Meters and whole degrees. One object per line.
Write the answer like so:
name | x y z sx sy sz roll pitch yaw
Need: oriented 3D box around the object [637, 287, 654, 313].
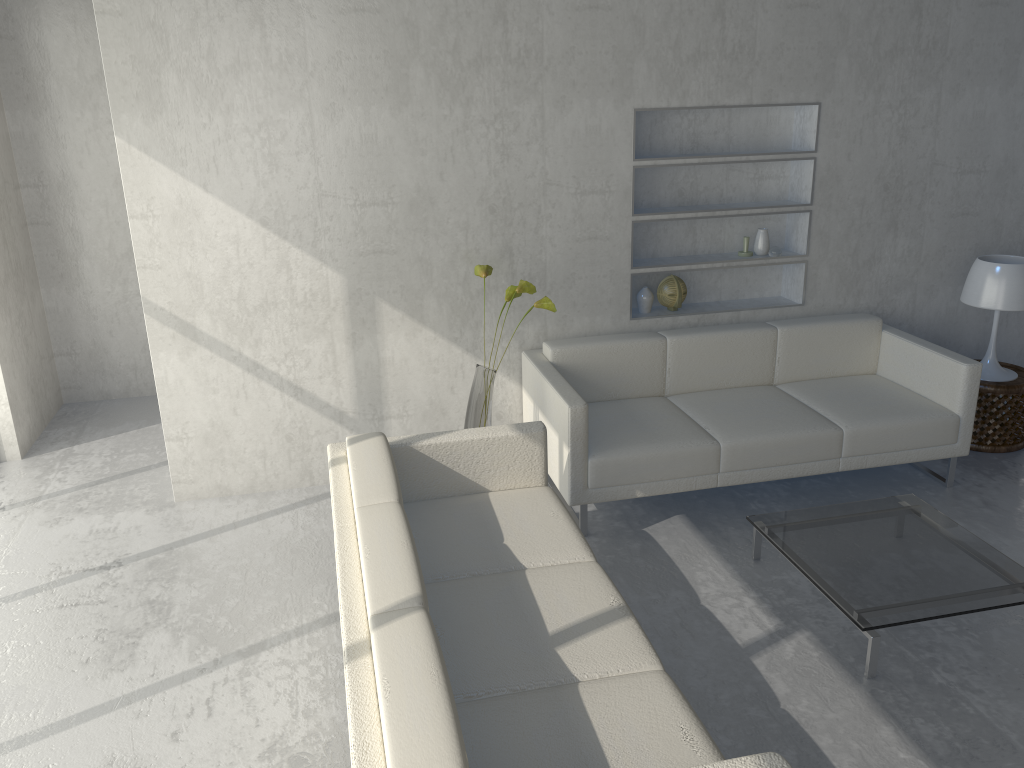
object | 0.667 -0.422 4.437 0.086 0.128 0.086 -2 19 -1

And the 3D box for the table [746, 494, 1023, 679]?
table | 1.349 0.686 3.178 0.730 0.190 0.773 -6 19 -12

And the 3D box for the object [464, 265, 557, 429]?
object | -0.005 0.029 3.881 0.400 1.051 0.387 4 20 15

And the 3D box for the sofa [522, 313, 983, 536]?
sofa | 1.058 0.125 4.116 1.881 0.658 0.821 -6 19 -12

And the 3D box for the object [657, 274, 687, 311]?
object | 0.817 -0.453 4.435 0.163 0.179 0.088 -9 20 -21

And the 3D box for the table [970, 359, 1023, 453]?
table | 2.414 0.107 4.539 0.452 0.358 0.452 -15 23 -35

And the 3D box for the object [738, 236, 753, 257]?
object | 1.179 -0.694 4.469 0.074 0.094 0.074 15 25 39

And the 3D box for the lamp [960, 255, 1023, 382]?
lamp | 2.400 -0.329 4.390 0.347 0.582 0.347 -19 25 -41

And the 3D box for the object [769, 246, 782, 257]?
object | 1.320 -0.666 4.445 0.064 0.050 0.064 -4 19 -6

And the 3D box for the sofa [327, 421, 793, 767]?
sofa | -0.051 0.712 2.487 0.821 0.658 1.881 -6 19 -12

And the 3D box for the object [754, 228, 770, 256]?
object | 1.262 -0.718 4.475 0.079 0.130 0.079 -6 19 -13
